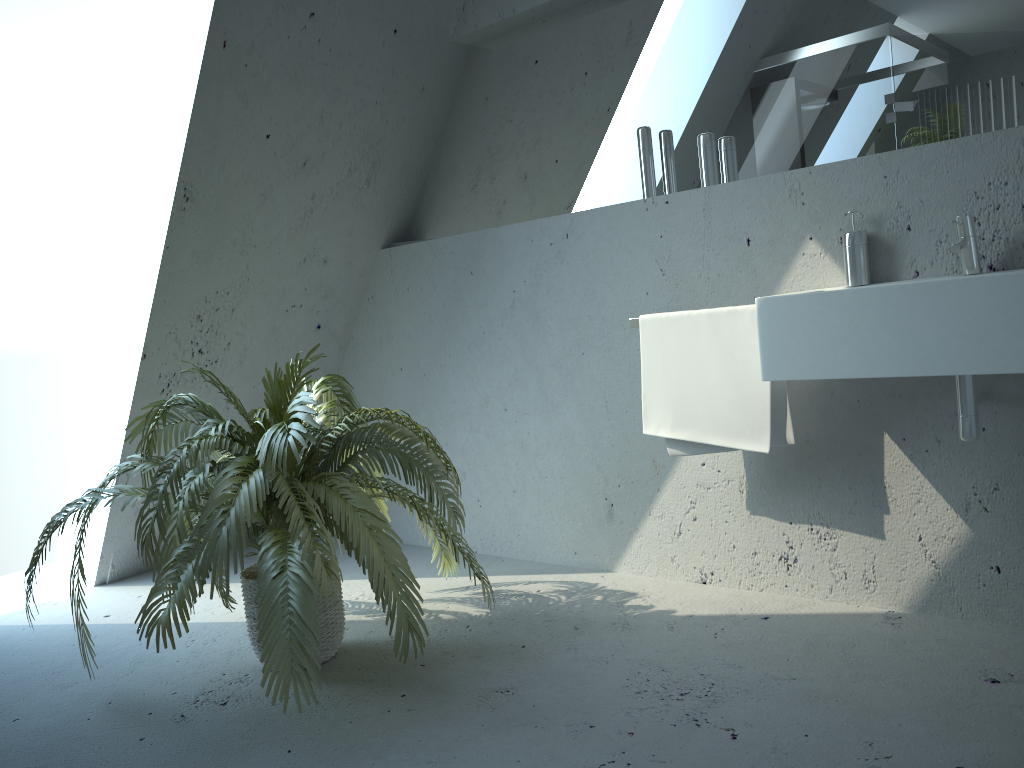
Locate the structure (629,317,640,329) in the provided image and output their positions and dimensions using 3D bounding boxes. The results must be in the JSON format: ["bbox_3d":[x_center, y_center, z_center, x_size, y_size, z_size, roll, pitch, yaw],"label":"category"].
[{"bbox_3d":[0.593,-0.199,2.540,0.480,0.030,0.206,-2,6,41],"label":"structure"}]

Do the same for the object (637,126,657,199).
[{"bbox_3d":[0.426,-0.696,2.800,0.045,0.225,0.045,-4,5,26],"label":"object"}]

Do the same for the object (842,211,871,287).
[{"bbox_3d":[0.898,-0.355,2.321,0.061,0.193,0.076,-4,6,30],"label":"object"}]

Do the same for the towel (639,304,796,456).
[{"bbox_3d":[0.555,0.003,2.489,0.455,0.429,0.063,-2,7,42],"label":"towel"}]

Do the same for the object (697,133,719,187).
[{"bbox_3d":[0.589,-0.670,2.663,0.052,0.160,0.052,-4,5,26],"label":"object"}]

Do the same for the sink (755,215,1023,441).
[{"bbox_3d":[1.036,-0.125,2.054,0.800,0.526,0.429,-2,6,41],"label":"sink"}]

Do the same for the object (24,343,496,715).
[{"bbox_3d":[-0.641,0.345,2.478,1.132,0.893,1.112,-5,5,19],"label":"object"}]
